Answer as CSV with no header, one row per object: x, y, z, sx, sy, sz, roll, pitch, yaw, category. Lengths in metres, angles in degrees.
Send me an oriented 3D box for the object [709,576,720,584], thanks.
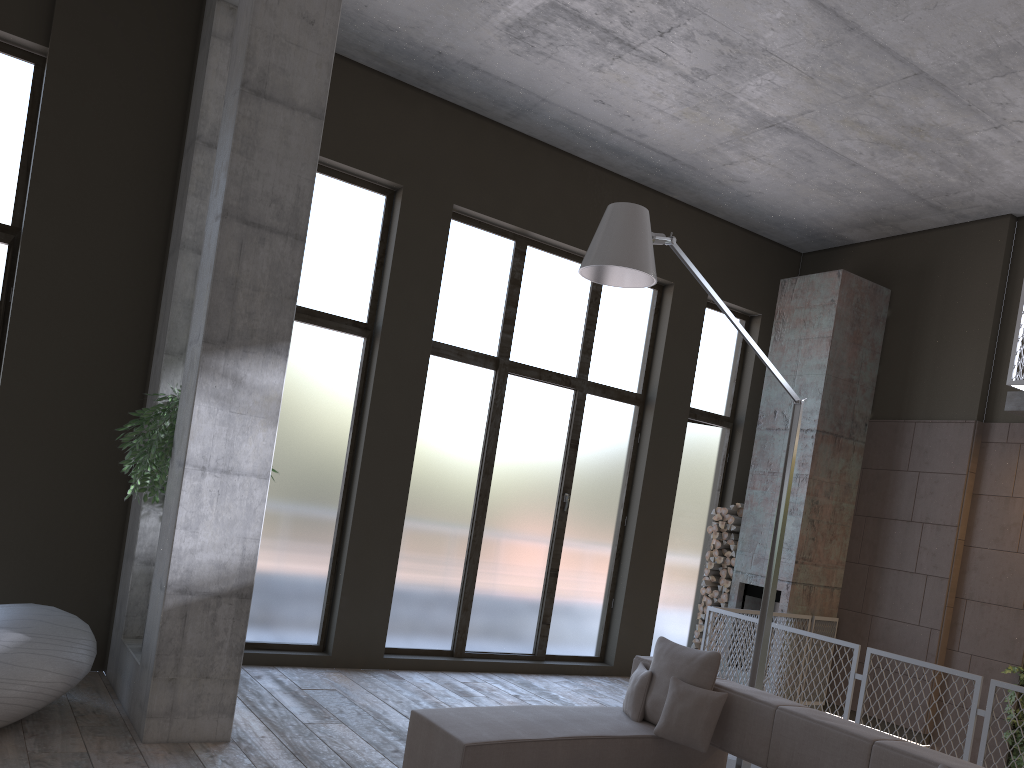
2.445,2.246,10.007,0.440,0.079,0.114,13,-6,-31,object

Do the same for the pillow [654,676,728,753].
1.055,1.954,5.184,0.373,0.371,0.171,7,-1,31,pillow

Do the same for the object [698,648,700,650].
2.301,3.078,10.034,0.461,0.089,0.090,13,-5,-31,object

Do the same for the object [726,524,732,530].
2.572,1.629,9.839,0.428,0.066,0.067,14,-5,-33,object

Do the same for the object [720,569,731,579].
2.467,2.129,9.825,0.298,0.107,0.098,13,-5,-33,object

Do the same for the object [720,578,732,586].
2.526,2.241,9.847,0.442,0.093,0.092,13,-5,-31,object

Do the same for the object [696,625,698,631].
2.274,2.801,10.028,0.428,0.067,0.067,14,-5,-33,object

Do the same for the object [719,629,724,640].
2.459,2.798,9.743,0.368,0.125,0.063,13,-3,-31,object

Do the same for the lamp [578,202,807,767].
1.260,0.936,5.616,2.664,3.417,0.747,11,-1,-44,lamp

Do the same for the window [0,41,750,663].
-1.345,0.342,7.781,9.323,4.163,0.207,13,-1,-34,window

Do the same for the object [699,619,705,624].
2.307,2.783,10.124,0.369,0.118,0.069,13,-3,-32,object

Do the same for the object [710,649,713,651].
2.378,3.027,9.890,0.428,0.067,0.067,13,-5,-31,object

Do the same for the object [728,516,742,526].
2.600,1.548,9.801,0.443,0.093,0.093,14,-5,-33,object

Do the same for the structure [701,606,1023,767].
3.742,2.686,6.927,1.950,0.930,4.407,12,-8,-31,structure

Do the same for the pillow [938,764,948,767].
2.000,1.927,3.904,0.189,0.357,0.368,9,-3,-32,pillow

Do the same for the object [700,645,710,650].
2.338,3.018,9.952,0.485,0.083,0.093,13,-5,-31,object

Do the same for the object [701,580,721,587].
2.332,2.280,9.968,0.428,0.072,0.071,13,-5,-31,object

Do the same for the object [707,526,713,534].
2.419,1.693,10.045,0.443,0.092,0.091,14,-5,-33,object

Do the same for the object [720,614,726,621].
2.523,2.621,9.794,0.440,0.079,0.114,14,-6,-33,object

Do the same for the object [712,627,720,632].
2.391,2.767,9.857,0.336,0.056,0.088,13,-7,-31,object

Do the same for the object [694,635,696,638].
2.277,2.902,10.104,0.428,0.071,0.067,13,-5,-31,object

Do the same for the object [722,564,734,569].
2.501,2.060,9.844,0.336,0.056,0.088,13,-7,-31,object

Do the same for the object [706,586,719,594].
2.412,2.371,10.021,0.461,0.089,0.090,13,-5,-31,object

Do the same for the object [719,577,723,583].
2.509,2.233,9.927,0.367,0.086,0.100,13,-5,-31,object

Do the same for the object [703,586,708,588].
2.365,2.331,10.065,0.430,0.085,0.066,13,-4,-30,object

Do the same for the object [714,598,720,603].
2.425,2.455,9.925,0.364,0.074,0.064,14,-5,-34,object

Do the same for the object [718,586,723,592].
2.489,2.320,9.877,0.428,0.067,0.067,13,-5,-31,object

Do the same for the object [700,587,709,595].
2.358,2.401,10.093,0.442,0.092,0.091,13,-5,-31,object

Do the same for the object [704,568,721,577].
2.397,2.168,10.025,0.460,0.089,0.090,13,-5,-30,object

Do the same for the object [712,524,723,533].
2.466,1.665,9.968,0.461,0.089,0.090,14,-5,-33,object

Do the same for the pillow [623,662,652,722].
0.820,2.010,5.690,0.151,0.375,0.371,9,-3,2,pillow

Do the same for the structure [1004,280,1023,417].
4.661,1.089,5.665,3.072,4.304,3.657,10,-3,-32,structure

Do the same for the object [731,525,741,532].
2.615,1.626,9.771,0.428,0.067,0.066,14,-5,-33,object

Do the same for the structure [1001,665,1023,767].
5.194,1.895,6.774,1.016,3.811,2.606,9,-1,-32,structure

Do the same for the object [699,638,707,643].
2.334,2.953,10.020,0.440,0.079,0.114,13,-6,-31,object

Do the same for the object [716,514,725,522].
2.494,1.538,9.943,0.440,0.079,0.112,14,-6,-33,object

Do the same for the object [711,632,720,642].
2.357,2.836,9.838,0.298,0.107,0.098,13,-5,-33,object

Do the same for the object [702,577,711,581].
2.359,2.256,10.069,0.368,0.067,0.121,14,-7,-33,object

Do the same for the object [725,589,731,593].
2.467,2.298,9.708,0.253,0.048,0.062,14,-6,-33,object

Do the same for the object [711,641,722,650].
2.416,2.948,9.860,0.442,0.093,0.092,13,-5,-31,object

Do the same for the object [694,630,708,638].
2.287,2.875,10.038,0.460,0.089,0.090,13,-5,-30,object

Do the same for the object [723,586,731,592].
2.532,2.315,9.808,0.428,0.067,0.067,13,-5,-31,object

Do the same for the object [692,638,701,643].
2.249,2.963,10.082,0.368,0.067,0.121,14,-7,-33,object

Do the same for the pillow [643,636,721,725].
1.021,1.881,5.456,0.223,0.555,0.560,9,-3,-30,pillow

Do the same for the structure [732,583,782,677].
2.643,2.618,9.330,0.057,0.925,0.571,8,-1,-32,structure

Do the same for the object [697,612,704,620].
2.320,2.680,10.106,0.442,0.107,0.079,13,-4,-32,object

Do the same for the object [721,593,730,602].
2.452,2.372,9.717,0.296,0.102,0.100,13,-5,-33,object

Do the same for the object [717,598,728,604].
2.478,2.439,9.837,0.368,0.067,0.121,13,-7,-31,object

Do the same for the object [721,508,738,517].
2.493,1.461,9.878,0.295,0.103,0.103,13,-5,-33,object

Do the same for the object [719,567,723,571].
2.485,2.106,9.910,0.363,0.074,0.064,13,-4,-30,object

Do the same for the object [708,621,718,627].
2.381,2.720,9.918,0.440,0.079,0.114,14,-6,-33,object

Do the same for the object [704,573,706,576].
2.387,2.195,10.091,0.428,0.071,0.067,13,-5,-31,object

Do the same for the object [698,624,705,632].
2.314,2.789,9.963,0.485,0.083,0.093,14,-6,-33,object

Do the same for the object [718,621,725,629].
2.494,2.696,9.777,0.485,0.083,0.093,13,-5,-31,object

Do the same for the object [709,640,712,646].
2.399,2.940,9.939,0.367,0.086,0.100,13,-5,-31,object

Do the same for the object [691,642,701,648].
2.222,2.987,9.981,0.428,0.072,0.071,13,-5,-31,object
